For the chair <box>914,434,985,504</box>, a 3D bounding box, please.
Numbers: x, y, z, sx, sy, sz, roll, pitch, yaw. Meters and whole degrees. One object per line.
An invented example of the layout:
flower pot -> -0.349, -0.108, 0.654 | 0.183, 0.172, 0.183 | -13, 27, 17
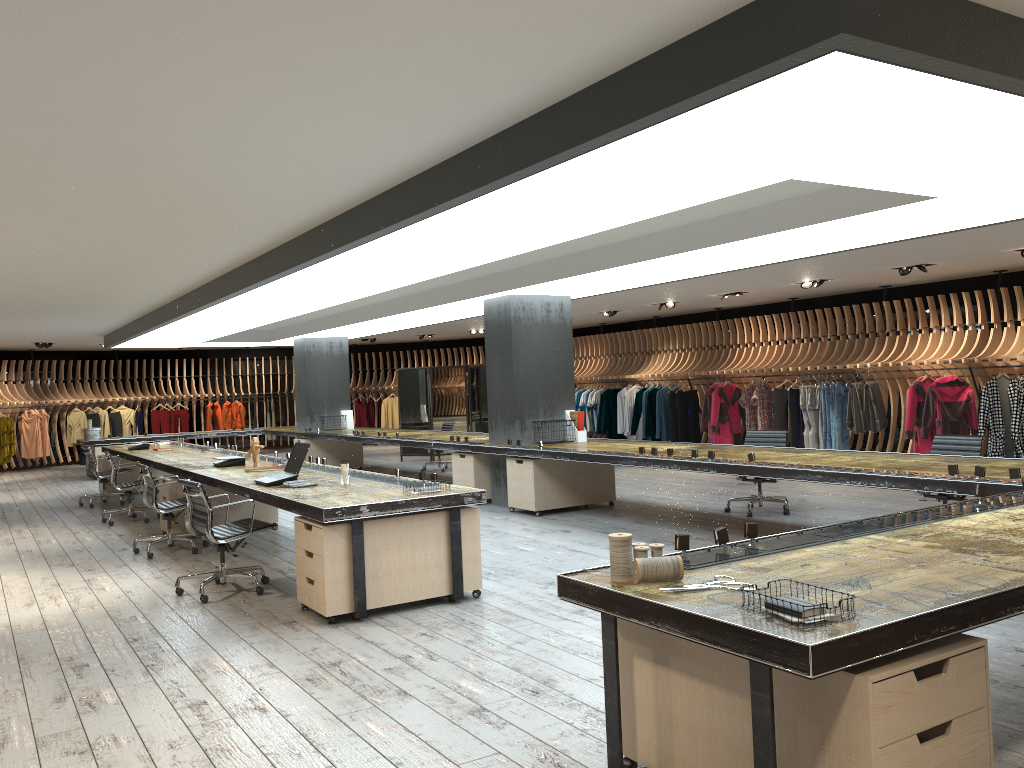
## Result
chair -> 3.695, 0.886, 7.642 | 0.668, 0.860, 0.693 | -2, -1, -36

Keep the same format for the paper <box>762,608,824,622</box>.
paper -> 0.850, 0.680, 2.645 | 0.130, 0.004, 0.176 | -2, 0, -19

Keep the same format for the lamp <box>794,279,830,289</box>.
lamp -> 4.381, -1.530, 12.880 | 0.269, 0.284, 0.492 | -2, 0, -32

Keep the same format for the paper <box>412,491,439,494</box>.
paper -> -0.599, 0.746, 6.126 | 0.176, 0.003, 0.130 | -2, 0, -33

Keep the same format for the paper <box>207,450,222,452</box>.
paper -> -3.965, 0.890, 11.797 | 0.176, 0.004, 0.130 | -2, 0, -27

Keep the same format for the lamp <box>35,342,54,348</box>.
lamp -> -9.948, -0.906, 18.834 | 0.269, 0.297, 0.493 | -3, 0, 18

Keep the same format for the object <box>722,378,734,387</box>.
object -> 3.845, 0.002, 15.780 | 0.525, 0.270, 0.012 | -2, -1, -22

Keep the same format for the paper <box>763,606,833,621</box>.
paper -> 0.849, 0.677, 2.645 | 0.130, 0.004, 0.176 | -2, 0, -16

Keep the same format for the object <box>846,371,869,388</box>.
object -> 5.250, -0.074, 13.467 | 0.549, 0.243, 0.023 | -2, -1, -30

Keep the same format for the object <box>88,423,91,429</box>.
object -> -8.041, 0.792, 16.866 | 0.062, 0.109, 0.062 | -3, -1, 24

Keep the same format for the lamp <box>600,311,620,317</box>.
lamp -> 1.870, -1.419, 16.949 | 0.269, 0.286, 0.492 | -2, 0, -32

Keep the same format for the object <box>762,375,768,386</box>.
object -> 4.274, -0.011, 15.033 | 0.015, 0.286, 0.524 | -3, -1, 43

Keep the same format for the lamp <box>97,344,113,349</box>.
lamp -> -9.199, -0.944, 20.235 | 0.269, 0.284, 0.493 | -3, -1, 39

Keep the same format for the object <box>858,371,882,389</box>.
object -> 5.376, -0.070, 13.319 | 0.547, 0.262, 0.023 | -2, -1, -30

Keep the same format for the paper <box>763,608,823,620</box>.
paper -> 0.850, 0.679, 2.645 | 0.130, 0.004, 0.176 | -2, 0, -18

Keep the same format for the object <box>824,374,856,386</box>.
object -> 5.094, -0.058, 13.751 | 0.548, 0.256, 0.023 | -2, -1, -6

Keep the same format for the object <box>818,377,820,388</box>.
object -> 4.876, -0.058, 14.069 | 0.023, 0.243, 0.549 | -3, 0, 20

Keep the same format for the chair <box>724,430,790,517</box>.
chair -> 2.598, 0.935, 9.405 | 0.693, 0.860, 0.668 | -3, -1, 34

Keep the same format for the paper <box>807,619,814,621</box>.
paper -> 0.850, 0.680, 2.645 | 0.130, 0.004, 0.176 | -2, 0, -17

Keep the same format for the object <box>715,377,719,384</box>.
object -> 3.697, 0.008, 15.977 | 0.525, 0.270, 0.012 | -2, -1, -32

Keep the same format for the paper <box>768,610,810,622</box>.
paper -> 0.850, 0.679, 2.645 | 0.130, 0.004, 0.176 | -2, 0, -17

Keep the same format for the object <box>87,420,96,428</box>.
object -> -7.998, 0.784, 16.993 | 0.262, 0.204, 0.088 | -2, -1, -33

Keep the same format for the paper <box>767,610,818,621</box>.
paper -> 0.850, 0.679, 2.645 | 0.130, 0.004, 0.176 | -2, 0, -18

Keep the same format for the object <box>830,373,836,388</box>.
object -> 5.014, -0.061, 13.843 | 0.023, 0.243, 0.549 | -3, 0, 30

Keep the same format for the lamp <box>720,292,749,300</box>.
lamp -> 3.545, -1.487, 14.237 | 0.269, 0.296, 0.492 | -2, 0, -32

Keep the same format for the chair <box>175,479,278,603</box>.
chair -> -2.152, 1.136, 6.712 | 0.693, 0.860, 0.668 | -3, -1, 44

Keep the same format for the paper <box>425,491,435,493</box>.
paper -> -0.590, 0.743, 6.137 | 0.176, 0.004, 0.130 | -2, 0, -28

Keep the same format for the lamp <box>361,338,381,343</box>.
lamp -> -3.597, -1.177, 22.350 | 0.492, 0.294, 0.269 | -3, -1, 13

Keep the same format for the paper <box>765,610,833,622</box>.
paper -> 0.859, 0.681, 2.634 | 0.130, 0.003, 0.176 | -2, 0, -23

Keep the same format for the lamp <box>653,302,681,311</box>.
lamp -> 2.708, -1.448, 15.593 | 0.269, 0.301, 0.492 | -2, 0, -32

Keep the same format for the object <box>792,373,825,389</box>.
object -> 4.769, -0.054, 14.243 | 0.549, 0.243, 0.023 | -2, -1, 5

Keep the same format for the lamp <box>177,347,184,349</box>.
lamp -> -8.104, -0.984, 21.382 | 0.493, 0.296, 0.269 | -2, -1, -38

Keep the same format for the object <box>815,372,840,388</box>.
object -> 4.963, -0.061, 13.937 | 0.549, 0.243, 0.023 | -2, -1, -25

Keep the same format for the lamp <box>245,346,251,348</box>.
lamp -> -6.733, -1.041, 22.169 | 0.493, 0.298, 0.269 | -2, -1, -23

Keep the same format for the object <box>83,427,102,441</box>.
object -> -8.051, 0.965, 17.017 | 0.303, 0.239, 0.497 | -2, 0, -31

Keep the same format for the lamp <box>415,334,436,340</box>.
lamp -> -2.108, -1.242, 21.808 | 0.492, 0.292, 0.269 | -3, -1, 26

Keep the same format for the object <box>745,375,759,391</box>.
object -> 4.167, -0.013, 15.217 | 0.525, 0.270, 0.012 | -2, -1, -32

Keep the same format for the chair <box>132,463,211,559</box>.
chair -> -3.269, 1.185, 8.567 | 0.668, 0.860, 0.693 | -2, -1, -41

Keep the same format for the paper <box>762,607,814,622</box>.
paper -> 0.849, 0.678, 2.645 | 0.130, 0.004, 0.176 | -2, 0, -17

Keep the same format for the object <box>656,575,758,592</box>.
object -> 0.659, 0.694, 3.082 | 0.343, 0.015, 0.233 | -2, 0, 0

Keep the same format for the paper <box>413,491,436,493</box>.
paper -> -0.590, 0.744, 6.137 | 0.176, 0.004, 0.130 | -2, 0, -29

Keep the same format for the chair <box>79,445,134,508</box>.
chair -> -5.799, 1.296, 12.708 | 0.693, 0.860, 0.668 | -3, -1, 44

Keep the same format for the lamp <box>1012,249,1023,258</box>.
lamp -> 6.056, -1.599, 10.168 | 0.269, 0.294, 0.492 | -2, 0, -32

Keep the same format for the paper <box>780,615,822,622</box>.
paper -> 0.849, 0.678, 2.645 | 0.130, 0.004, 0.176 | -2, 0, -15

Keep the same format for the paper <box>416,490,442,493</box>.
paper -> -0.590, 0.741, 6.137 | 0.176, 0.004, 0.130 | -2, 0, -26

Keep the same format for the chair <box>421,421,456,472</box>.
chair -> -1.338, 1.108, 15.692 | 0.668, 0.860, 0.693 | -2, -1, -36

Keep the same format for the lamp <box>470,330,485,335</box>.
lamp -> -0.813, -1.300, 20.892 | 0.492, 0.287, 0.269 | -3, -1, 39

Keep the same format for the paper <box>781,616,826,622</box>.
paper -> 0.850, 0.680, 2.645 | 0.130, 0.004, 0.176 | -2, 0, -13

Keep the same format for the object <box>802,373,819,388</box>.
object -> 4.820, -0.052, 14.162 | 0.549, 0.250, 0.023 | -2, -1, -30

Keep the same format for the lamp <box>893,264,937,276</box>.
lamp -> 5.219, -1.563, 11.524 | 0.269, 0.291, 0.492 | -2, 0, -32

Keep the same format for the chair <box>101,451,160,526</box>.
chair -> -4.630, 1.245, 10.834 | 0.668, 0.860, 0.693 | -2, -1, -36
